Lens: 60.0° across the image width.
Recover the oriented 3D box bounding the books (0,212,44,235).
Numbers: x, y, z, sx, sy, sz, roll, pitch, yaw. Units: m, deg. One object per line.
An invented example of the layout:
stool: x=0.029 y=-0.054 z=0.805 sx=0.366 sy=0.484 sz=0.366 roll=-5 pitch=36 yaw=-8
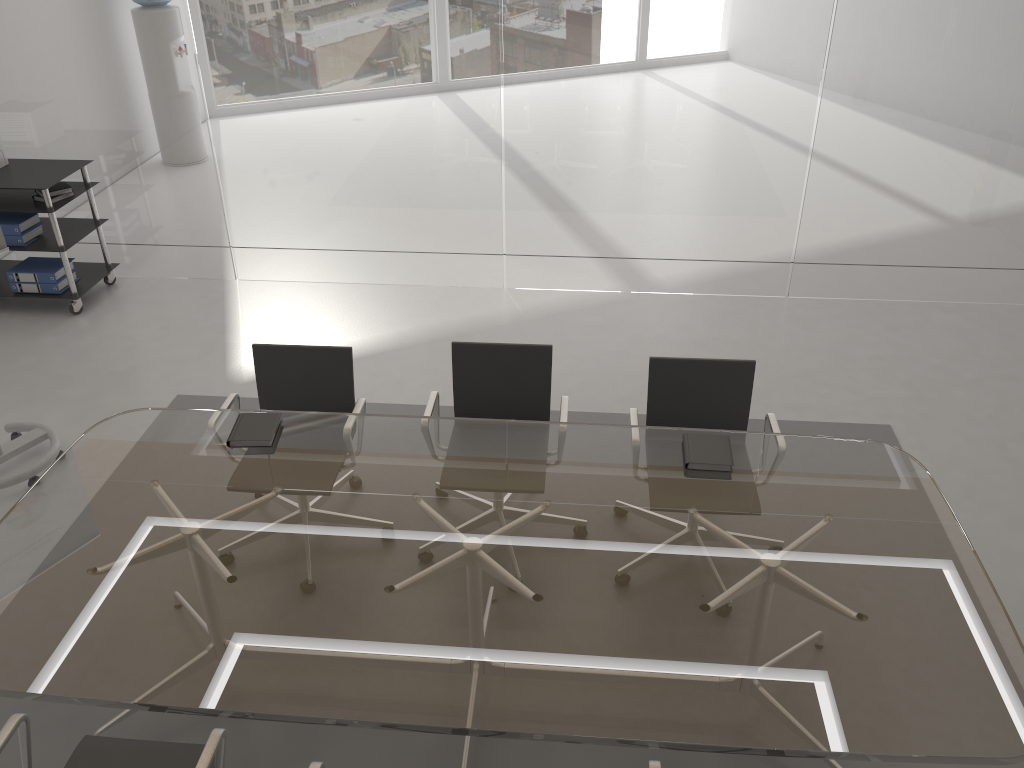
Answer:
books: x=-3.190 y=-1.021 z=5.607 sx=0.320 sy=0.077 sz=0.263 roll=2 pitch=31 yaw=5

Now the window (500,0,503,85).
window: x=0.425 y=-5.883 z=10.360 sx=8.533 sy=4.498 sz=0.100 roll=-14 pitch=33 yaw=-21

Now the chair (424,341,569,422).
chair: x=-0.053 y=0.327 z=3.627 sx=0.731 sy=0.805 sz=0.710 roll=-7 pitch=32 yaw=-10

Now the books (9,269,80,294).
books: x=-3.042 y=-0.676 z=5.784 sx=0.320 sy=0.077 sz=0.263 roll=2 pitch=31 yaw=5

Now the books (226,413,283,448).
books: x=-0.941 y=0.168 z=3.248 sx=0.164 sy=0.032 sz=0.183 roll=-1 pitch=31 yaw=-1

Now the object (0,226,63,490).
object: x=-2.462 y=-0.475 z=3.754 sx=0.560 sy=2.088 sz=0.553 roll=-5 pitch=31 yaw=-8

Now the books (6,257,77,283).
books: x=-3.042 y=-0.739 z=5.748 sx=0.320 sy=0.077 sz=0.263 roll=2 pitch=31 yaw=5

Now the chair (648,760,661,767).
chair: x=0.600 y=1.186 z=2.188 sx=0.731 sy=0.805 sz=0.710 roll=-6 pitch=32 yaw=-10

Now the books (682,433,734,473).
books: x=0.684 y=0.239 z=3.104 sx=0.164 sy=0.032 sz=0.183 roll=3 pitch=31 yaw=6

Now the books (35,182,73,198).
books: x=-2.867 y=-1.216 z=5.547 sx=0.183 sy=0.032 sz=0.164 roll=-25 pitch=38 yaw=-34

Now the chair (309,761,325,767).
chair: x=-0.227 y=1.191 z=2.193 sx=0.731 sy=0.805 sz=0.710 roll=-6 pitch=32 yaw=-10

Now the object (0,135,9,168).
object: x=-3.416 y=-1.438 z=5.508 sx=0.351 sy=0.235 sz=0.350 roll=2 pitch=31 yaw=5

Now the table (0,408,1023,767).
table: x=-0.119 y=0.791 z=2.930 sx=3.054 sy=0.721 sz=1.372 roll=2 pitch=31 yaw=5

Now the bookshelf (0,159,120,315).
bookshelf: x=-3.218 y=-0.957 z=5.764 sx=0.985 sy=0.855 sz=0.567 roll=2 pitch=31 yaw=5

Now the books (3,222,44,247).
books: x=-3.189 y=-0.957 z=5.643 sx=0.320 sy=0.077 sz=0.263 roll=2 pitch=31 yaw=5

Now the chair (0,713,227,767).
chair: x=-1.029 y=1.121 z=2.322 sx=0.731 sy=0.805 sz=0.710 roll=-6 pitch=32 yaw=-10

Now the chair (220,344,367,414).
chair: x=-0.880 y=0.335 z=3.625 sx=0.731 sy=0.805 sz=0.710 roll=-7 pitch=32 yaw=-10

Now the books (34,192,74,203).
books: x=-2.870 y=-1.182 z=5.554 sx=0.146 sy=0.028 sz=0.170 roll=12 pitch=33 yaw=21

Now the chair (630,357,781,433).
chair: x=0.750 y=0.393 z=3.503 sx=0.731 sy=0.805 sz=0.710 roll=-7 pitch=32 yaw=-10
